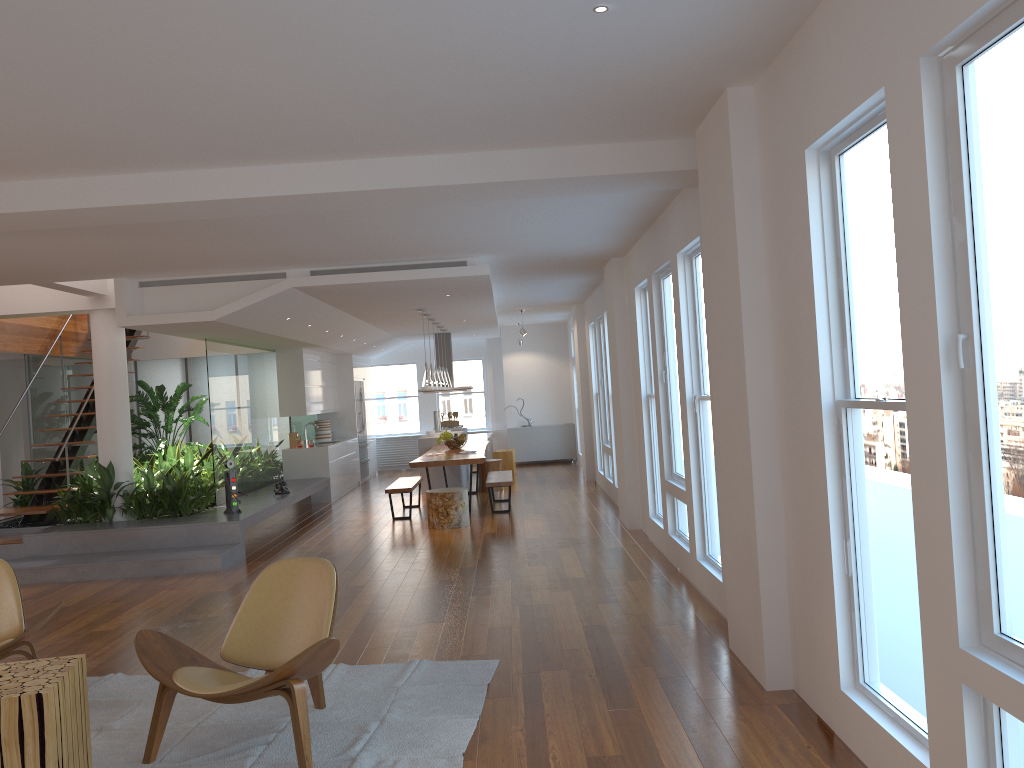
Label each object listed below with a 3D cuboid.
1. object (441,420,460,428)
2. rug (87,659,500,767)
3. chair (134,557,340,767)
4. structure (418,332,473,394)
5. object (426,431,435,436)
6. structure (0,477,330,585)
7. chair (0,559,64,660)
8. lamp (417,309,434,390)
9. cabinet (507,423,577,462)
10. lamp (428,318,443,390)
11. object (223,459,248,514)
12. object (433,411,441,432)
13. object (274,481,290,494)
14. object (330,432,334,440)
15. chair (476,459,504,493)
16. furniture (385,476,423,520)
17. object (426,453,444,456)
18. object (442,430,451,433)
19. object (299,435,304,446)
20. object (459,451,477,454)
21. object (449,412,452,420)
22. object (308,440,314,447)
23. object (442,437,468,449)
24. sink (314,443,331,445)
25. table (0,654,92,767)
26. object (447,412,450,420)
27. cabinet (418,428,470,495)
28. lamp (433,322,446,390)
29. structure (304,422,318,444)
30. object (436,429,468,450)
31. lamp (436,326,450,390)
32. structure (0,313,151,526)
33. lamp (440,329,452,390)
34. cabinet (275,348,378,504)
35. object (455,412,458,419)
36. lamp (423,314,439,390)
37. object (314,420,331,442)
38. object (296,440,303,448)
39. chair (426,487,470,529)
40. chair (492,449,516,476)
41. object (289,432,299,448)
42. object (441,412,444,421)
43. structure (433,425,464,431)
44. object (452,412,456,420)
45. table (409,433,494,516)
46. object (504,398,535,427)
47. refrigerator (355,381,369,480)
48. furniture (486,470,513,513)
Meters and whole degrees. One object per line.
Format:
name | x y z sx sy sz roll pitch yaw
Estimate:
object | -1.123 0.732 15.956 0.353 0.157 0.084 -4 0 0
rug | -1.947 1.586 3.231 3.525 0.057 3.478 -4 0 4
chair | -1.052 1.198 3.746 0.867 0.752 0.856 -3 0 -40
structure | -1.188 -0.557 15.492 0.909 1.405 0.900 -4 0 0
object | -1.251 0.764 13.635 0.152 0.082 0.152 -4 0 39
structure | -4.166 1.628 10.748 3.088 0.386 5.584 -4 0 0
chair | -2.703 1.309 4.457 0.856 0.752 0.867 -4 0 5
lamp | -1.071 -0.463 10.903 0.160 1.060 0.160 -4 0 27
cabinet | 0.578 1.173 17.245 1.309 0.725 0.420 -4 0 0
lamp | -1.076 -0.453 12.349 0.160 1.060 0.160 -4 0 27
object | -2.875 1.063 9.216 0.318 0.565 0.134 -4 0 36
object | -1.256 0.636 15.053 0.172 0.356 0.120 -3 -1 -42
object | -2.852 1.274 10.931 0.216 0.155 0.181 -3 0 -36
object | -3.173 0.867 15.109 0.265 0.196 0.284 -4 -1 42
chair | -0.328 1.352 13.065 0.396 0.455 0.402 -4 0 -10
furniture | -1.334 1.434 11.184 0.316 0.389 1.433 -4 0 0
object | -0.972 0.890 11.203 0.222 0.020 0.222 -4 0 40
object | -1.001 0.747 13.512 0.152 0.082 0.152 -3 0 -40
object | -3.281 0.873 13.672 0.100 0.170 0.173 -4 0 1
object | -0.551 0.862 11.157 0.222 0.020 0.222 -4 0 -8
object | -1.094 0.651 15.947 0.057 0.299 0.019 -4 0 0
object | -2.969 0.878 13.107 0.094 0.106 0.094 -4 0 5
object | -0.782 0.821 12.179 0.360 0.159 0.360 -3 0 -37
sink | -2.985 1.059 14.140 0.449 0.192 0.666 -4 0 0
table | -1.909 1.359 3.257 0.548 0.534 0.489 -4 0 -12
object | -1.128 0.653 15.966 0.061 0.299 0.040 -4 0 -3
cabinet | -1.075 1.216 14.587 0.597 0.832 2.936 -4 0 0
lamp | -1.079 -0.448 13.072 0.160 1.060 0.160 -4 0 27
structure | -3.193 0.875 14.169 0.248 0.536 0.115 -4 0 0
object | -0.811 0.760 12.194 0.394 0.284 0.292 -3 0 -36
lamp | -1.082 -0.443 13.795 0.160 1.060 0.160 -4 0 27
structure | -4.514 -0.435 11.423 2.552 4.265 4.591 -4 0 0
lamp | -1.084 -0.438 14.518 0.160 1.060 0.160 -4 0 27
cabinet | -3.039 0.636 15.176 0.676 2.280 4.565 -4 0 0
object | -0.993 0.645 15.968 0.057 0.294 0.030 -4 0 0
lamp | -1.074 -0.458 11.626 0.160 1.060 0.160 -4 0 27
object | -3.144 0.780 14.724 0.267 0.356 0.266 -4 0 25
object | -3.150 0.890 13.153 0.094 0.106 0.094 -4 0 5
chair | -0.712 1.376 9.848 0.460 0.400 0.460 -4 0 10
chair | -0.130 1.360 15.280 0.344 0.430 0.549 -4 0 4
object | -3.296 0.847 13.424 0.104 0.222 0.200 -4 0 0
object | -1.247 0.660 15.966 0.055 0.299 0.027 -4 0 0
structure | -1.105 0.772 15.510 0.520 0.073 0.650 -4 0 0
object | -1.030 0.647 15.950 0.068 0.298 0.039 -4 0 0
table | -0.732 1.248 13.192 0.893 0.704 5.996 -4 0 0
object | 0.153 0.555 17.204 0.590 0.563 0.210 -3 0 -29
refrigerator | -2.974 0.852 15.917 0.725 1.772 0.908 -4 0 0
furniture | -0.143 1.358 11.189 0.316 0.389 1.433 -4 0 0
